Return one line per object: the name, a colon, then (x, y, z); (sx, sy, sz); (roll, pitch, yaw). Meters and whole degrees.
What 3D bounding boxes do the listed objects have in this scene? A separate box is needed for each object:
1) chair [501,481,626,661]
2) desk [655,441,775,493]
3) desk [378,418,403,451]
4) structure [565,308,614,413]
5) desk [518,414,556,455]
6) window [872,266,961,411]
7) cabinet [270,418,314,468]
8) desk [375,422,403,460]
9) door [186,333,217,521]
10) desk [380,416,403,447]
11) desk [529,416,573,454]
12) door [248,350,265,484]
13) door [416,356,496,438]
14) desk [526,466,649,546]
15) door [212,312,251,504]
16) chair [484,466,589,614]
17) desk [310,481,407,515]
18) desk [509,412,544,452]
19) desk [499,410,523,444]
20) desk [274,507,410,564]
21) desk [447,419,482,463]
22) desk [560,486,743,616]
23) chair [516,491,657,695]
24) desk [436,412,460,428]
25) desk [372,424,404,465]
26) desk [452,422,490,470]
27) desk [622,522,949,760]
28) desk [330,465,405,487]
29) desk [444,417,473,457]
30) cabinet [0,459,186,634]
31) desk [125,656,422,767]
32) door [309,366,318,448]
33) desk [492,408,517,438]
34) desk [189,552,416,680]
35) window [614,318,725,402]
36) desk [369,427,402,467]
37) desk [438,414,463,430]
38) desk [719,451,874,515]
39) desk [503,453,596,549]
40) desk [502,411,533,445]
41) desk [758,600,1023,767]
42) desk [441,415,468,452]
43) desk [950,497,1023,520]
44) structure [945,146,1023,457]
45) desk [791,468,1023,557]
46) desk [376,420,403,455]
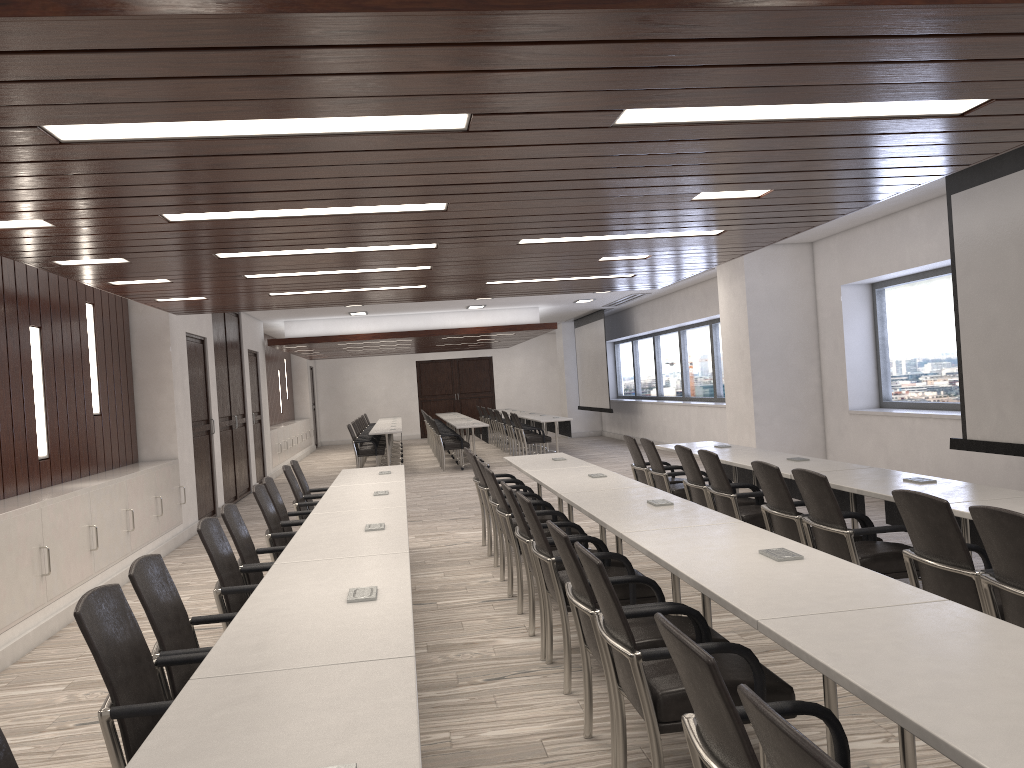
chair: (0.286, 0.992, 4.976); (0.638, 0.939, 0.513); (-4, 0, -7)
desk: (1.803, 0.960, 7.966); (0.577, 0.795, 1.509); (-4, 0, -7)
desk: (-3.021, 1.269, 22.135); (0.577, 0.795, 1.509); (-4, 0, -7)
structure: (1.814, -0.536, 20.426); (0.438, 2.329, 3.550); (-4, 0, -7)
desk: (0.537, 1.035, 17.988); (0.577, 0.795, 1.509); (-4, 0, -7)
window: (4.637, -0.465, 6.652); (0.118, 1.419, 6.968); (-4, 0, -7)
cabinet: (-5.130, 1.261, 20.243); (0.476, 0.698, 7.540); (-4, 0, -7)
desk: (-2.639, 1.247, 19.111); (0.577, 0.795, 1.509); (-4, 0, -7)
door: (-3.897, 0.555, 10.976); (0.200, 2.323, 1.163); (-4, 0, -7)
desk: (-3.212, 1.281, 23.646); (0.577, 0.795, 1.509); (-4, 0, -7)
desk: (0.728, 1.024, 16.478); (0.577, 0.795, 1.509); (-4, 0, -7)
door: (-4.433, 0.587, 15.212); (0.200, 2.323, 1.163); (-4, 0, -7)
door: (-1.674, 0.391, 26.892); (2.329, 2.323, 0.200); (-4, 0, -7)
desk: (0.512, 1.048, 6.268); (0.577, 0.795, 1.509); (-4, 0, -7)
door: (-4.184, 0.289, 13.096); (0.200, 2.889, 2.327); (-4, 0, -7)
chair: (0.163, 1.000, 5.955); (0.638, 0.939, 0.513); (-4, 0, -8)
desk: (-0.991, 1.149, 6.077); (0.577, 0.795, 1.509); (-4, 0, -7)
desk: (0.347, 1.046, 19.490); (0.577, 0.795, 1.509); (-4, 0, -7)
desk: (-0.035, 1.069, 22.514); (0.577, 0.795, 1.509); (-4, 0, -7)
desk: (-0.800, 1.137, 4.563); (0.577, 0.795, 1.509); (-4, 0, -7)
desk: (-0.945, 1.135, 17.800); (0.577, 0.795, 1.509); (-4, 0, -7)
desk: (0.704, 1.037, 4.754); (0.577, 0.795, 1.509); (-4, 0, -7)
chair: (0.371, 0.987, 4.452); (0.638, 0.939, 0.513); (-4, 0, -8)
desk: (-1.708, 1.180, 23.837); (0.577, 0.795, 1.509); (-4, 0, -7)
desk: (-2.449, 1.235, 17.610); (0.577, 0.795, 1.509); (-4, 0, -7)
desk: (-0.754, 1.123, 16.290); (0.577, 0.795, 1.509); (-4, 0, -7)
desk: (0.895, 1.025, 3.244); (0.577, 0.795, 1.509); (-4, 0, -7)
desk: (-1.182, 1.160, 7.588); (0.577, 0.795, 1.509); (-4, 0, -7)
desk: (-1.135, 1.146, 19.302); (0.577, 0.795, 1.509); (-4, 0, -7)
cabinet: (-3.320, 1.153, 5.924); (0.476, 0.698, 7.540); (-4, 0, -7)
desk: (-0.419, 1.115, 1.551); (0.577, 0.795, 1.509); (-4, 0, -7)
door: (-5.697, 0.662, 25.215); (0.200, 2.323, 1.163); (-4, 0, -7)
desk: (-0.226, 1.081, 24.025); (0.577, 0.795, 1.509); (-4, 0, -7)
desk: (-0.609, 1.126, 3.053); (0.577, 0.795, 1.509); (-4, 0, -7)
window: (3.319, -0.387, 17.082); (0.118, 1.419, 10.452); (-4, 0, -7)
desk: (-2.258, 1.224, 16.099); (0.577, 0.795, 1.509); (-4, 0, -7)
desk: (-1.517, 1.169, 22.326); (0.577, 0.795, 1.509); (-4, 0, -7)
desk: (1.994, 0.949, 6.456); (0.577, 0.795, 1.509); (-4, 0, -7)
desk: (0.321, 1.059, 7.778); (0.577, 0.795, 1.509); (-4, 0, -7)
desk: (0.156, 1.058, 21.001); (0.577, 0.795, 1.509); (-4, 0, -7)
desk: (1.084, 1.014, 1.742); (0.577, 0.795, 1.509); (-4, 0, -7)
desk: (-1.326, 1.157, 20.813); (0.577, 0.795, 1.509); (-4, 0, -7)
desk: (2.376, 0.926, 3.432); (0.577, 0.795, 1.509); (-4, 0, -7)
structure: (3.710, -0.649, 5.420); (0.438, 2.329, 3.550); (-4, 0, -7)
desk: (2.186, 0.937, 4.942); (0.577, 0.795, 1.509); (-4, 0, -7)
desk: (-2.830, 1.258, 20.622); (0.577, 0.795, 1.509); (-4, 0, -7)
